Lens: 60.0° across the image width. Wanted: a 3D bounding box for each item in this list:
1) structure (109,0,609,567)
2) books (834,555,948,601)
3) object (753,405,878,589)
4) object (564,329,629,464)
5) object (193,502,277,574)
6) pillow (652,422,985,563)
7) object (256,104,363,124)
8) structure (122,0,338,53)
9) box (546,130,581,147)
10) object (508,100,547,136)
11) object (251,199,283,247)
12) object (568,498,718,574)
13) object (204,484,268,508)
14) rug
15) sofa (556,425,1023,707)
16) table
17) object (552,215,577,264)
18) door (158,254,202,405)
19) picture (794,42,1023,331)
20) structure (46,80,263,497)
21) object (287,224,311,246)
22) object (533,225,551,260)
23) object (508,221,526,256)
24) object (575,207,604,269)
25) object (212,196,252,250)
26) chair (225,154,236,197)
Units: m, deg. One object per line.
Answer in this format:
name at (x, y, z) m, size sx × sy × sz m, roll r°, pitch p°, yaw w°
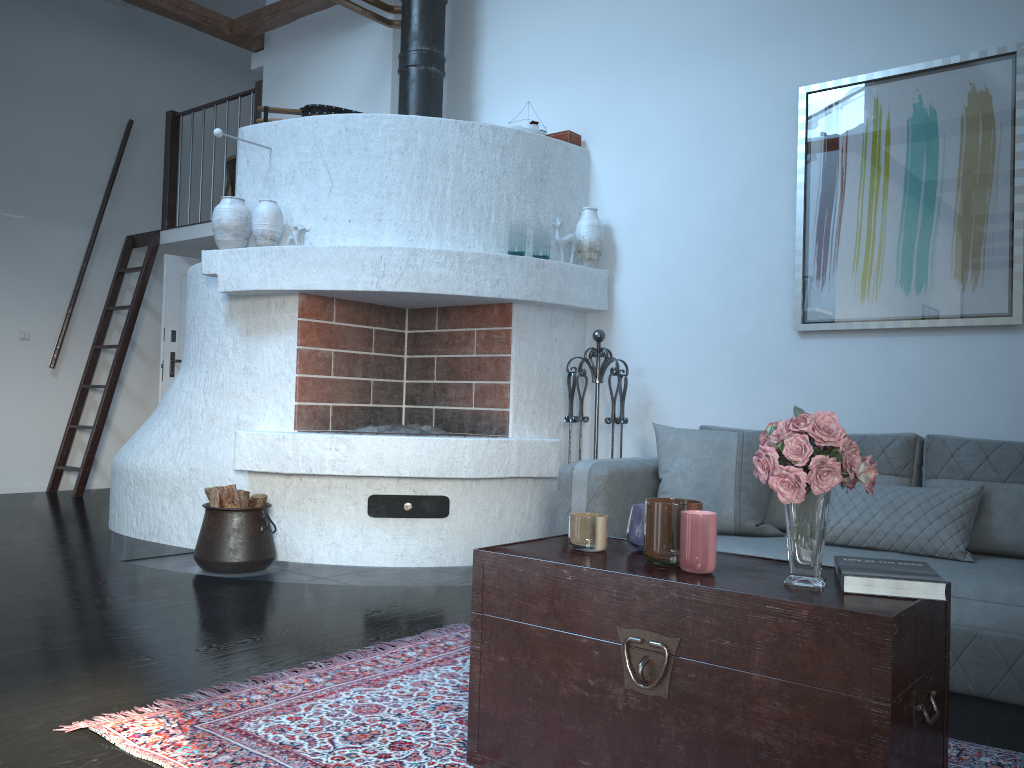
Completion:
structure at (-0.692, -1.389, 5.862) m, size 3.049 × 4.752 × 3.058 m, roll 3°, pitch -2°, yaw -43°
books at (0.742, 0.381, 1.757) m, size 0.179 × 0.034 × 0.243 m, roll 1°, pitch -2°, yaw 16°
object at (0.593, 0.220, 1.773) m, size 0.234 × 0.351 × 0.235 m, roll 2°, pitch -1°, yaw -2°
object at (0.436, 0.336, 4.615) m, size 0.376 × 1.245 × 0.376 m, roll 1°, pitch -2°, yaw 18°
object at (-1.338, 0.740, 4.301) m, size 0.384 × 0.313 × 0.384 m, roll 2°, pitch -2°, yaw -26°
pillow at (1.414, 0.386, 3.176) m, size 2.075 × 0.515 × 0.444 m, roll 1°, pitch -2°, yaw 38°
object at (-0.973, -1.444, 4.775) m, size 0.783 × 0.094 × 0.311 m, roll 1°, pitch -2°, yaw 24°
structure at (-3.873, -3.013, 1.915) m, size 10.230 × 3.562 × 15.910 m, roll 0°, pitch -2°, yaw 44°
box at (0.269, -1.391, 5.116) m, size 0.229 × 0.078 × 0.127 m, roll 1°, pitch -2°, yaw 38°
object at (0.090, -1.473, 4.951) m, size 0.231 × 0.221 × 0.066 m, roll 2°, pitch -2°, yaw -21°
object at (-1.260, -0.805, 4.563) m, size 0.158 × 0.274 × 0.158 m, roll 2°, pitch -2°, yaw -13°
object at (0.331, 0.326, 2.015) m, size 0.215 × 0.138 × 0.413 m, roll 3°, pitch -2°, yaw -40°
object at (-1.357, 0.657, 4.297) m, size 0.240 × 0.370 × 0.270 m, roll 1°, pitch -2°, yaw 38°
rug at (0.372, 0.874, 1.936) m, size 2.647 × 0.029 × 1.512 m, roll 1°, pitch -2°, yaw 38°
sofa at (1.453, 0.566, 3.260) m, size 2.458 × 0.770 × 1.107 m, roll 1°, pitch -2°, yaw 38°
table at (0.389, 0.633, 1.907) m, size 0.962 × 0.492 × 0.471 m, roll 1°, pitch -2°, yaw 38°
object at (0.281, -0.777, 4.802) m, size 0.150 × 0.258 × 0.081 m, roll 2°, pitch -2°, yaw -18°
door at (-2.292, -0.086, 7.876) m, size 1.433 × 2.074 × 0.698 m, roll 2°, pitch -1°, yaw -2°
picture at (1.762, -0.844, 4.002) m, size 0.965 × 1.185 × 0.025 m, roll 1°, pitch -2°, yaw 38°
structure at (-2.863, -0.711, 7.088) m, size 1.897 × 3.267 × 0.781 m, roll 1°, pitch -2°, yaw 38°
object at (-1.085, -0.755, 4.505) m, size 0.161 × 0.114 × 0.064 m, roll 0°, pitch -2°, yaw 41°
object at (0.157, -0.745, 4.713) m, size 0.092 × 0.180 × 0.092 m, roll 3°, pitch -2°, yaw -29°
object at (0.025, -0.752, 4.620) m, size 0.092 × 0.180 × 0.092 m, roll 2°, pitch -2°, yaw -24°
object at (0.426, -0.791, 4.919) m, size 0.165 × 0.368 × 0.165 m, roll 1°, pitch -2°, yaw 10°
object at (-1.484, -0.828, 4.697) m, size 0.203 × 0.314 × 0.203 m, roll 1°, pitch -2°, yaw 22°
chair at (-2.405, -1.679, 8.289) m, size 0.557 × 0.824 × 0.519 m, roll 3°, pitch -2°, yaw -39°
